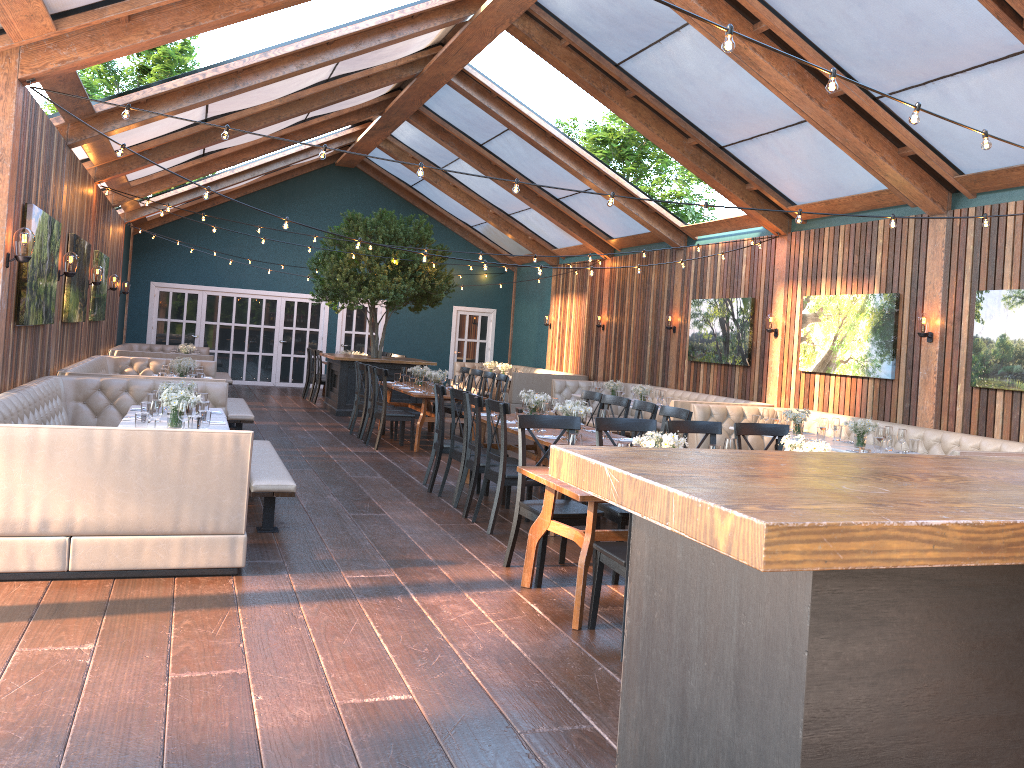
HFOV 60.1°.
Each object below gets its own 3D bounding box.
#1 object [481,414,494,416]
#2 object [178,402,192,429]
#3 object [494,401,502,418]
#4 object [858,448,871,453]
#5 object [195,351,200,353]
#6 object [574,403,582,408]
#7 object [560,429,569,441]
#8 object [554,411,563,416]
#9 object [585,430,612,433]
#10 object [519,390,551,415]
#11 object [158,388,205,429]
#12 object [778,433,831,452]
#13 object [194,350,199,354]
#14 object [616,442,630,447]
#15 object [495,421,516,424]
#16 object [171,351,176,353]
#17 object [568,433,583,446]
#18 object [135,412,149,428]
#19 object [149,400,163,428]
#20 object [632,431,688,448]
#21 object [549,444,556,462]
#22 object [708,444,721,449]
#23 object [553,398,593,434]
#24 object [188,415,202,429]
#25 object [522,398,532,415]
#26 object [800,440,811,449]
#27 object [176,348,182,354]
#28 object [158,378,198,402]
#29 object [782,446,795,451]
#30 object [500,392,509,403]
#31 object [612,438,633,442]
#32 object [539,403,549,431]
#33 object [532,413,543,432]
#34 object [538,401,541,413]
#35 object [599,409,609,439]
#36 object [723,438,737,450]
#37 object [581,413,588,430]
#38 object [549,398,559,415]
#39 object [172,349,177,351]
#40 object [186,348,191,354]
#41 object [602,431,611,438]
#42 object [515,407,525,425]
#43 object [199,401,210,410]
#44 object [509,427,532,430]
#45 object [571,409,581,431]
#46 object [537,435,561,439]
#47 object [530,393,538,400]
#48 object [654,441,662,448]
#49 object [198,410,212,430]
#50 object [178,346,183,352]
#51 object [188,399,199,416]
[{"bbox_3d":[-0.246,0.307,8.852,0.254,0.019,0.158,3,3,-20],"label":"object"},{"bbox_3d":[-2.298,0.249,6.207,0.092,0.245,0.092,4,0,22],"label":"object"},{"bbox_3d":[-0.138,0.252,8.710,0.092,0.158,0.091,4,0,26],"label":"object"},{"bbox_3d":[2.235,0.536,5.619,0.092,0.245,0.092,4,0,22],"label":"object"},{"bbox_3d":[-6.131,-0.555,17.214,0.091,0.158,0.092,4,0,-34],"label":"object"},{"bbox_3d":[0.594,0.296,8.025,0.092,0.245,0.092,4,0,22],"label":"object"},{"bbox_3d":[0.431,0.375,7.116,0.092,0.158,0.092,4,0,6],"label":"object"},{"bbox_3d":[0.455,0.298,8.610,0.092,0.158,0.092,4,0,6],"label":"object"},{"bbox_3d":[0.759,0.422,7.986,0.254,0.019,0.158,3,3,-20],"label":"object"},{"bbox_3d":[0.221,0.206,8.612,0.329,0.310,0.336,4,1,15],"label":"object"},{"bbox_3d":[-2.510,0.179,6.641,0.337,0.310,0.328,5,2,44],"label":"object"},{"bbox_3d":[1.882,0.477,5.666,0.330,0.310,0.335,5,2,35],"label":"object"},{"bbox_3d":[-6.405,-0.613,17.950,0.091,0.158,0.092,4,0,-34],"label":"object"},{"bbox_3d":[0.627,0.456,5.031,0.092,0.245,0.092,4,0,22],"label":"object"},{"bbox_3d":[-0.032,0.353,8.293,0.254,0.019,0.158,3,3,-20],"label":"object"},{"bbox_3d":[-6.432,-0.554,16.807,0.091,0.158,0.092,4,0,-34],"label":"object"},{"bbox_3d":[0.378,0.423,5.333,0.092,0.245,0.092,4,0,22],"label":"object"},{"bbox_3d":[-2.560,0.279,6.111,0.091,0.158,0.092,4,0,-34],"label":"object"},{"bbox_3d":[-2.497,0.236,6.203,0.092,0.245,0.092,4,0,22],"label":"object"},{"bbox_3d":[0.889,0.426,5.326,0.336,0.310,0.329,4,1,13],"label":"object"},{"bbox_3d":[0.265,0.454,5.408,0.092,0.158,0.092,4,0,6],"label":"object"},{"bbox_3d":[1.193,0.484,5.234,0.092,0.245,0.092,4,0,22],"label":"object"},{"bbox_3d":[0.531,0.281,7.605,0.337,0.310,0.328,5,2,37],"label":"object"},{"bbox_3d":[-2.210,0.302,6.146,0.091,0.158,0.092,4,0,-34],"label":"object"},{"bbox_3d":[0.136,0.254,8.253,0.092,0.245,0.092,4,0,22],"label":"object"},{"bbox_3d":[1.965,0.502,5.913,0.092,0.245,0.092,4,0,22],"label":"object"},{"bbox_3d":[-6.091,-0.540,16.177,0.092,0.245,0.092,4,0,28],"label":"object"},{"bbox_3d":[-2.853,0.108,7.530,0.329,0.310,0.336,4,1,2],"label":"object"},{"bbox_3d":[1.687,0.509,5.413,0.092,0.245,0.092,4,0,22],"label":"object"},{"bbox_3d":[-0.081,0.207,8.818,0.092,0.245,0.092,4,0,28],"label":"object"},{"bbox_3d":[0.926,0.464,7.416,0.254,0.019,0.158,3,3,-20],"label":"object"},{"bbox_3d":[0.278,0.288,7.747,0.092,0.245,0.092,4,0,22],"label":"object"},{"bbox_3d":[0.215,0.332,7.655,0.092,0.158,0.092,4,0,6],"label":"object"},{"bbox_3d":[0.286,0.256,9.176,0.092,0.158,0.091,4,0,16],"label":"object"},{"bbox_3d":[0.772,0.338,7.456,0.092,0.245,0.092,4,0,22],"label":"object"},{"bbox_3d":[1.408,0.474,5.720,0.092,0.245,0.092,4,0,22],"label":"object"},{"bbox_3d":[0.645,0.337,8.129,0.092,0.158,0.092,4,0,6],"label":"object"},{"bbox_3d":[0.402,0.257,8.502,0.092,0.245,0.092,4,0,22],"label":"object"},{"bbox_3d":[-6.688,-0.610,17.540,0.091,0.158,0.092,4,0,-34],"label":"object"},{"bbox_3d":[-5.913,-0.527,16.166,0.092,0.245,0.092,4,0,28],"label":"object"},{"bbox_3d":[0.809,0.378,7.556,0.092,0.158,0.092,4,0,6],"label":"object"},{"bbox_3d":[0.073,0.297,8.161,0.092,0.158,0.092,4,0,6],"label":"object"},{"bbox_3d":[-2.526,0.222,7.237,0.091,0.158,0.092,4,0,-34],"label":"object"},{"bbox_3d":[0.110,0.387,7.787,0.254,0.019,0.158,3,3,-20],"label":"object"},{"bbox_3d":[0.516,0.333,7.212,0.092,0.245,0.092,4,0,22],"label":"object"},{"bbox_3d":[0.339,0.432,7.244,0.254,0.019,0.158,3,3,-20],"label":"object"},{"bbox_3d":[0.222,0.215,9.064,0.092,0.245,0.092,4,0,28],"label":"object"},{"bbox_3d":[0.931,0.451,5.532,0.092,0.245,0.092,4,0,22],"label":"object"},{"bbox_3d":[-2.271,0.277,6.531,0.091,0.158,0.092,4,0,-34],"label":"object"},{"bbox_3d":[-6.344,-0.596,16.901,0.092,0.245,0.092,4,0,28],"label":"object"},{"bbox_3d":[-2.328,0.235,6.441,0.092,0.245,0.092,4,0,22],"label":"object"}]
